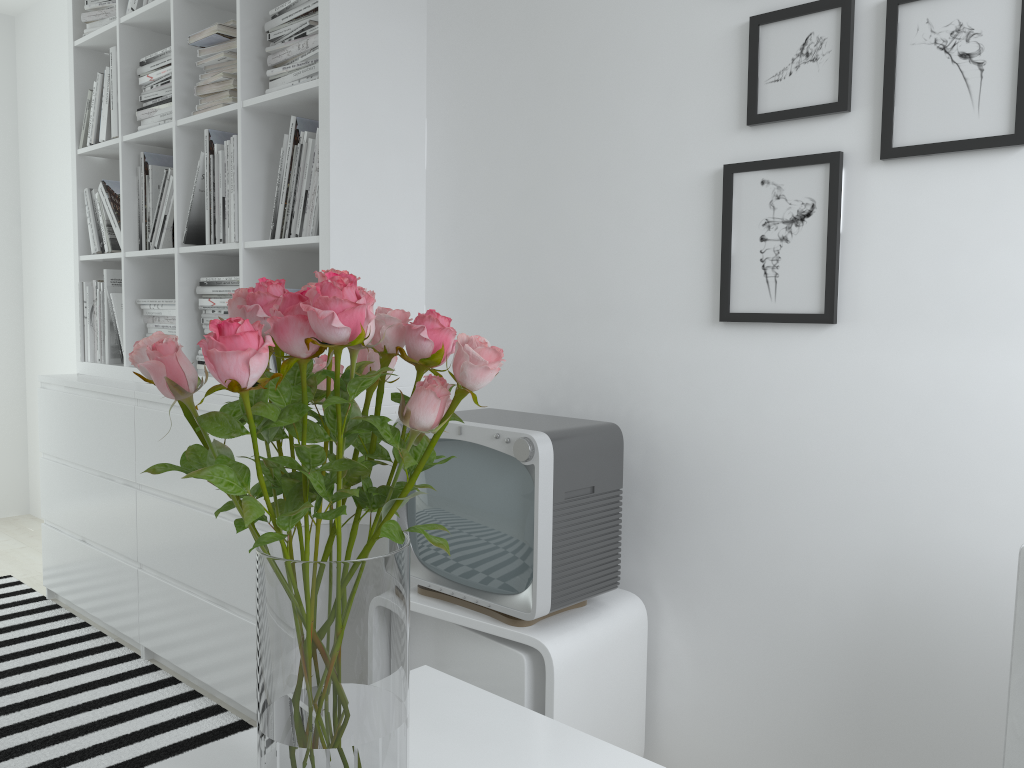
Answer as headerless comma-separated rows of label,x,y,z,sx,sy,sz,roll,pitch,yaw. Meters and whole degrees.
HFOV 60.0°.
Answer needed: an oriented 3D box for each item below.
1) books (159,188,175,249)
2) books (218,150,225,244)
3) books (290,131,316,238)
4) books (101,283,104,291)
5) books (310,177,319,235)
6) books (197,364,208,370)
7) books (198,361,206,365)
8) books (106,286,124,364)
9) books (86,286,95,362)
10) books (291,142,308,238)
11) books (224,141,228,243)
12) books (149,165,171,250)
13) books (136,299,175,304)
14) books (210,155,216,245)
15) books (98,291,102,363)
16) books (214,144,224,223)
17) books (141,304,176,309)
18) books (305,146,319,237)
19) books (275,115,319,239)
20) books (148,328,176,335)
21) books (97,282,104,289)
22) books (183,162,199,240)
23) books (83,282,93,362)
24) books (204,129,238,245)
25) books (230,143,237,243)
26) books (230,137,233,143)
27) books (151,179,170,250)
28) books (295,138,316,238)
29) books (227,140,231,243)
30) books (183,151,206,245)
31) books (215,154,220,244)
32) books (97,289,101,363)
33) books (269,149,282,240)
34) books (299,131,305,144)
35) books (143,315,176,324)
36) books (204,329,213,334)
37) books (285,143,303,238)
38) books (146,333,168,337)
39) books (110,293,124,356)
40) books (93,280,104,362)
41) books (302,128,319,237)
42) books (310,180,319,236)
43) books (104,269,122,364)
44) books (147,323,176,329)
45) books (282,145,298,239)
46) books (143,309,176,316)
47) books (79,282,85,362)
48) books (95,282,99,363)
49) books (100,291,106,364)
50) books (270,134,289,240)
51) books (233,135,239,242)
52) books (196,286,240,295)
books,-1.036,-0.558,2.902,0.158,0.257,0.182,5,6,43
books,-0.773,-0.535,2.586,0.017,0.263,0.167,5,6,43
books,-0.505,-0.521,2.380,0.085,0.278,0.159,5,6,43
books,-1.392,-0.219,3.190,0.012,0.285,0.159,5,6,43
books,-0.431,-0.511,2.325,0.091,0.269,0.174,5,6,43
books,-0.777,-0.050,2.710,0.308,0.014,0.232,5,6,41
books,-0.769,-0.063,2.713,0.312,0.012,0.251,5,6,44
books,-1.310,-0.207,3.101,0.131,0.263,0.159,5,6,43
books,-1.470,-0.220,3.262,0.021,0.273,0.174,5,6,43
books,-0.503,-0.505,2.370,0.077,0.248,0.161,5,6,43
books,-0.751,-0.548,2.584,0.016,0.288,0.182,5,6,43
books,-1.131,-0.580,2.989,0.016,0.288,0.182,5,6,43
books,-1.088,-0.271,2.931,0.288,0.016,0.182,5,6,43
books,-0.809,-0.534,2.606,0.013,0.256,0.161,5,6,43
books,-1.405,-0.204,3.195,0.012,0.254,0.161,5,6,43
books,-0.794,-0.548,2.602,0.012,0.285,0.159,5,6,43
books,-1.076,-0.255,2.936,0.288,0.016,0.182,5,6,43
books,-0.443,-0.524,2.342,0.103,0.293,0.180,5,6,43
books,-0.544,-0.547,2.416,0.109,0.325,0.176,5,6,43
books,-1.065,-0.174,2.936,0.263,0.017,0.167,5,6,43
books,-1.413,-0.224,3.232,0.016,0.288,0.182,5,6,43
books,-0.899,-0.545,2.695,0.118,0.235,0.161,5,6,43
books,-1.484,-0.229,3.274,0.016,0.288,0.182,5,6,43
books,-0.825,-0.574,2.631,0.025,0.331,0.176,5,6,43
books,-0.717,-0.535,2.530,0.021,0.273,0.174,5,6,43
books,-0.723,-0.548,2.557,0.028,0.296,0.180,5,6,43
books,-1.085,-0.545,2.918,0.137,0.226,0.161,5,6,43
books,-0.485,-0.509,2.365,0.085,0.258,0.167,5,6,43
books,-0.740,-0.547,2.573,0.016,0.288,0.182,5,6,43
books,-0.889,-0.552,2.678,0.131,0.263,0.159,5,6,43
books,-0.790,-0.532,2.591,0.012,0.254,0.161,5,6,43
books,-1.411,-0.210,3.211,0.017,0.263,0.167,5,6,43
books,-0.581,-0.511,2.445,0.077,0.248,0.161,5,6,43
books,-0.514,-0.525,2.410,0.090,0.282,0.182,5,6,43
books,-1.079,-0.215,2.965,0.296,0.028,0.180,5,6,43
books,-0.774,-0.156,2.681,0.288,0.016,0.182,5,6,43
books,-0.523,-0.507,2.386,0.078,0.249,0.161,5,6,43
books,-1.076,-0.159,2.936,0.254,0.012,0.161,5,6,43
books,-1.295,-0.198,3.092,0.118,0.235,0.161,5,6,43
books,-1.442,-0.230,3.257,0.028,0.296,0.180,5,6,43
books,-0.460,-0.520,2.360,0.090,0.282,0.182,5,6,43
books,-0.419,-0.514,2.283,0.090,0.282,0.182,5,6,43
books,-1.360,-0.239,3.159,0.025,0.331,0.176,5,6,43
books,-1.062,-0.192,2.951,0.288,0.016,0.182,5,6,43
books,-0.538,-0.509,2.413,0.078,0.248,0.161,5,6,43
books,-1.075,-0.236,2.937,0.273,0.021,0.174,5,6,43
books,-1.503,-0.229,3.277,0.016,0.288,0.182,5,6,43
books,-1.425,-0.225,3.242,0.016,0.288,0.182,5,6,43
books,-1.389,-0.203,3.176,0.013,0.256,0.161,5,6,43
books,-0.570,-0.527,2.428,0.085,0.278,0.159,5,6,43
books,-0.700,-0.540,2.497,0.016,0.288,0.182,5,6,43
books,-0.786,-0.280,2.663,0.331,0.025,0.176,5,6,43
